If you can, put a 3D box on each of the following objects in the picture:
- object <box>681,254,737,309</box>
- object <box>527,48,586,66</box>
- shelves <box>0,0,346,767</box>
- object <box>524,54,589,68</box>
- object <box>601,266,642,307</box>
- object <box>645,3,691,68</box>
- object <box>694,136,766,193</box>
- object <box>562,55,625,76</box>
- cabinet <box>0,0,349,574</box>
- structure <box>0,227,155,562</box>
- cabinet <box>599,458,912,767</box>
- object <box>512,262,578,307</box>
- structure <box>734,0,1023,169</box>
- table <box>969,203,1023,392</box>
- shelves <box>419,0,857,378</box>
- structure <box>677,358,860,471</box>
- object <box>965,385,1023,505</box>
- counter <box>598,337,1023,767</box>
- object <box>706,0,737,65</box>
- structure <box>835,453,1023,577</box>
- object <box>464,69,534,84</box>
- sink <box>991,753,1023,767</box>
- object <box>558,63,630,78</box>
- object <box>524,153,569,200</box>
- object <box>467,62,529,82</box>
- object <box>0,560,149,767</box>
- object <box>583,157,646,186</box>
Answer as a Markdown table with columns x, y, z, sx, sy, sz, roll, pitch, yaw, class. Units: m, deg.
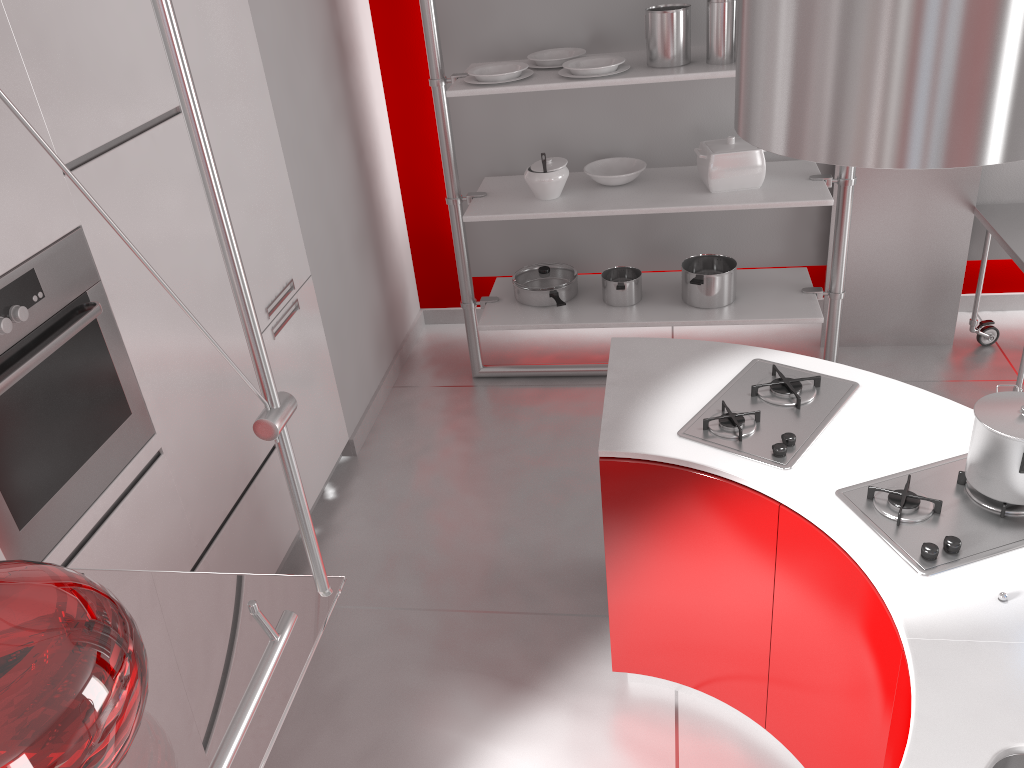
| x | y | z | sx | sy | sz | roll | pitch | yaw | class |
| --- | --- | --- | --- | --- | --- | --- | --- | --- | --- |
| 0.871 | -0.456 | 3.922 | 0.240 | 0.161 | 0.259 | -9 | 30 | -4 | object |
| 0.187 | -1.350 | 3.682 | 0.244 | 0.042 | 0.244 | -5 | 30 | 3 | object |
| -0.683 | -0.111 | 0.431 | 0.934 | 1.023 | 0.462 | -1 | 30 | 10 | shelves |
| 0.188 | -1.338 | 3.689 | 0.280 | 0.015 | 0.280 | -30 | 37 | -35 | object |
| 0.497 | -0.442 | 4.012 | 0.182 | 0.122 | 0.196 | -23 | 34 | -26 | object |
| 0.597 | -1.342 | 3.418 | 0.184 | 0.205 | 0.172 | 2 | 31 | 15 | object |
| 0.904 | -0.925 | 3.670 | 0.282 | 0.197 | 0.235 | -6 | 30 | 2 | object |
| 0.319 | -1.232 | 3.452 | 0.244 | 0.042 | 0.244 | -8 | 30 | -3 | object |
| -1.275 | 0.057 | 2.423 | 0.614 | 2.026 | 2.398 | -1 | 30 | 10 | cabinet |
| -1.029 | 0.030 | 2.010 | 0.050 | 0.589 | 0.599 | -1 | 30 | 10 | structure |
| -0.053 | 0.970 | 1.684 | 1.875 | 0.761 | 1.025 | -24 | 34 | -28 | cabinet |
| 0.141 | -0.457 | 4.101 | 0.308 | 0.130 | 0.407 | 3 | 31 | 17 | object |
| 0.717 | -0.923 | 1.487 | 0.644 | 0.958 | 0.644 | -18 | 32 | -19 | structure |
| 2.793 | -0.316 | 3.600 | 1.627 | 0.682 | 0.749 | 0 | 31 | 11 | table |
| 0.521 | -1.166 | 3.602 | 1.735 | 2.599 | 0.535 | -1 | 30 | 10 | shelves |
| 0.664 | 0.050 | 2.275 | 0.303 | 0.037 | 0.457 | 17 | 38 | 35 | structure |
| 1.053 | 0.127 | 1.842 | 0.189 | 0.185 | 0.218 | -20 | 33 | -22 | object |
| 0.209 | 1.016 | 1.616 | 1.868 | 0.880 | 2.865 | 20 | 39 | 38 | counter |
| 0.783 | -1.375 | 3.314 | 0.109 | 0.329 | 0.110 | -2 | 30 | 8 | object |
| 0.968 | 0.243 | 1.880 | 0.457 | 0.037 | 0.303 | -13 | 31 | -11 | structure |
| -0.053 | -1.224 | 3.539 | 0.280 | 0.015 | 0.280 | -30 | 37 | -35 | object |
| 0.838 | 0.768 | 1.247 | 0.326 | 0.172 | 0.428 | -29 | 36 | -33 | sink |
| 0.320 | -1.221 | 3.458 | 0.280 | 0.015 | 0.280 | 17 | 37 | 35 | object |
| 0.145 | -0.896 | 3.753 | 0.192 | 0.214 | 0.192 | -7 | 30 | -1 | object |
| -0.054 | -1.235 | 3.532 | 0.244 | 0.042 | 0.244 | -8 | 30 | -3 | object |
| -0.363 | 0.159 | 0.559 | 0.213 | 0.266 | 0.213 | 16 | 37 | 34 | object |
| 0.449 | -0.913 | 3.864 | 0.272 | 0.072 | 0.272 | -19 | 32 | -21 | object |
